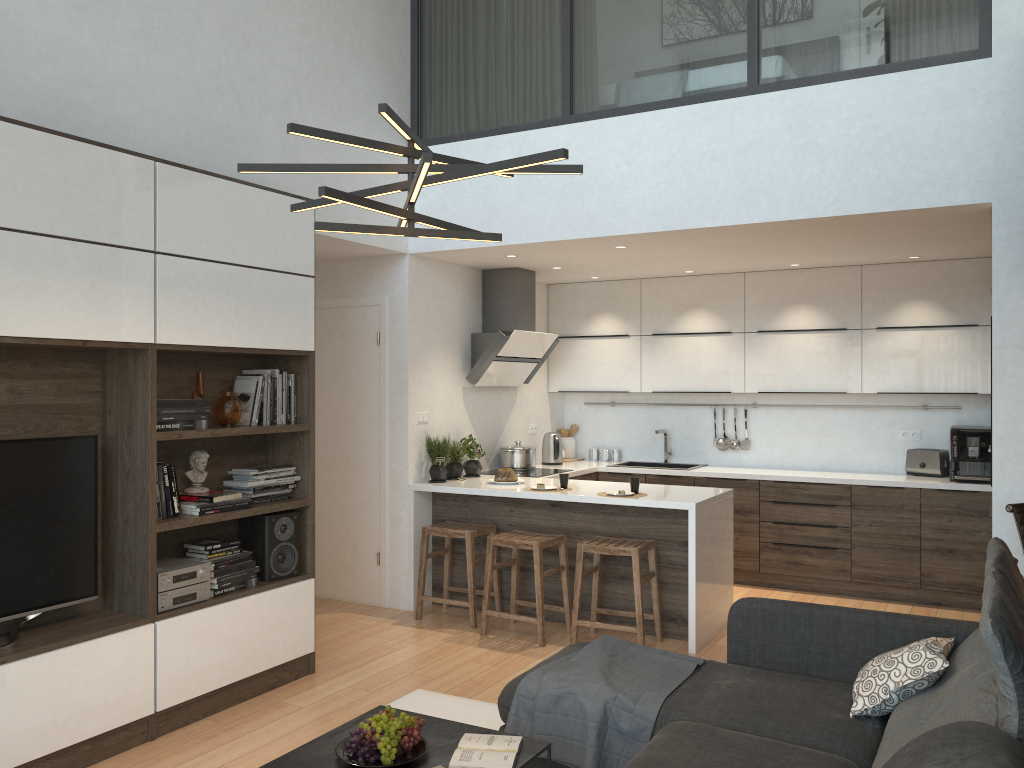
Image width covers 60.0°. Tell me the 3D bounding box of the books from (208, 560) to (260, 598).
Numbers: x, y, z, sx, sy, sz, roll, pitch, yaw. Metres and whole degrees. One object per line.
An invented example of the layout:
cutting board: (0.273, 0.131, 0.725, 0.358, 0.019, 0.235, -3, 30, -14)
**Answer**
books: (-1.421, 0.933, 4.307, 0.248, 0.123, 0.307, 0, 0, 24)

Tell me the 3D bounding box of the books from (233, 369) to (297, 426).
books: (-1.304, 0.066, 4.589, 0.201, 0.287, 0.332, 0, 0, 29)

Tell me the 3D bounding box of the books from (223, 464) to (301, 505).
books: (-1.299, 0.513, 4.558, 0.224, 0.176, 0.374, 0, 0, 28)

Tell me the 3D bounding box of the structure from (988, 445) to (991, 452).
structure: (3.223, 0.539, 5.475, 0.495, 0.570, 0.595, 0, 0, 29)

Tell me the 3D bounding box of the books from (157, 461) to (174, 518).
books: (-1.618, 0.474, 4.005, 0.193, 0.255, 0.066, 0, 0, 29)

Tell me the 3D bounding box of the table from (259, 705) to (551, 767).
table: (-0.347, 1.338, 2.777, 0.700, 0.323, 0.700, 0, 0, 29)

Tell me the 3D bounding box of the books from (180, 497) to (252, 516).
books: (-1.445, 0.577, 4.230, 0.250, 0.047, 0.310, 0, 0, 34)

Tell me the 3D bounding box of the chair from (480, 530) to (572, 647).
chair: (0.091, 1.223, 5.396, 0.450, 0.600, 0.350, 0, 0, 34)

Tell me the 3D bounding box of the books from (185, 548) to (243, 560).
books: (-1.447, 0.817, 4.313, 0.161, 0.023, 0.213, 0, 0, 32)

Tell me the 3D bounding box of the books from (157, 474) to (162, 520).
books: (-1.640, 0.483, 3.958, 0.170, 0.236, 0.049, 0, 0, 30)

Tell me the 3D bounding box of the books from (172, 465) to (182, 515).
books: (-1.608, 0.484, 4.072, 0.179, 0.233, 0.077, 0, 0, 29)

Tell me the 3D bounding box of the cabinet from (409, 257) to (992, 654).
cabinet: (1.415, 0.323, 6.159, 3.495, 2.401, 2.401, 0, 0, 29)

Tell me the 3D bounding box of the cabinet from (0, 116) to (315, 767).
cabinet: (-2.149, 0.275, 2.983, 0.338, 2.494, 4.036, 0, 0, 29)

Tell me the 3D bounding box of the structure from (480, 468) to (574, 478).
structure: (0.094, 0.671, 6.779, 0.550, 0.006, 0.609, 0, 0, 29)

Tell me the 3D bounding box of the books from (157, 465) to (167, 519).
books: (-1.622, 0.480, 3.974, 0.169, 0.242, 0.050, 0, 0, 28)

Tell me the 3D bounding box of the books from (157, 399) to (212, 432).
books: (-1.593, 0.139, 4.041, 0.277, 0.137, 0.343, 0, 0, 24)

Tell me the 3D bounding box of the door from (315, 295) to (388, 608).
door: (-1.272, 0.464, 6.277, 0.974, 2.136, 0.085, 0, 0, 29)

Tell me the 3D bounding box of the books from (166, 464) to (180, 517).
books: (-1.597, 0.480, 4.027, 0.177, 0.242, 0.066, 0, 0, 29)

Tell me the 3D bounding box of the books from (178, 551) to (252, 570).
books: (-1.440, 0.850, 4.312, 0.224, 0.042, 0.277, 0, 0, 24)

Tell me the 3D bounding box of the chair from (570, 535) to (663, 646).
chair: (0.614, 1.223, 5.196, 0.450, 0.600, 0.350, 0, 0, 27)

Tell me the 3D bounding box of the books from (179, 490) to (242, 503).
books: (-1.466, 0.538, 4.251, 0.266, 0.030, 0.209, 0, 0, 22)

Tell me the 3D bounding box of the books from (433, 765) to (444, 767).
books: (-0.249, 1.162, 2.530, 0.225, 0.029, 0.179, 0, 0, -38)

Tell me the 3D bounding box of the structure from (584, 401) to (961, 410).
structure: (1.963, 0.174, 7.194, 3.000, 0.045, 0.050, 0, 0, 29)

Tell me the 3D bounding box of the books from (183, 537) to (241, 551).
books: (-1.462, 0.779, 4.323, 0.161, 0.023, 0.213, 0, 0, 32)

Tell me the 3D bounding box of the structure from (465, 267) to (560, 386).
structure: (0.020, -0.482, 6.826, 0.407, 0.998, 0.898, 0, 0, 29)

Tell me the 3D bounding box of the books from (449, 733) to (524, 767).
books: (-0.079, 1.165, 2.808, 0.199, 0.025, 0.294, 0, 0, 8)

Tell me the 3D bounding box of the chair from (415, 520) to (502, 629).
chair: (-0.344, 1.224, 5.778, 0.450, 0.600, 0.350, 0, 0, 29)

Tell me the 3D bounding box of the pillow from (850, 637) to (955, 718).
pillow: (0.767, 0.967, 2.109, 0.386, 0.364, 2.734, 0, 0, 33)

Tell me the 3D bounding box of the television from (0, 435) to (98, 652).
television: (-2.064, 0.604, 3.226, 0.229, 0.779, 1.220, 0, 0, 29)

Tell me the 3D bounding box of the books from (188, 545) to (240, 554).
books: (-1.450, 0.799, 4.313, 0.142, 0.015, 0.198, 0, 0, 27)

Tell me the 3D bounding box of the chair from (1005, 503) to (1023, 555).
chair: (2.542, 1.023, 3.763, 0.651, 0.991, 0.700, 0, 0, -27)

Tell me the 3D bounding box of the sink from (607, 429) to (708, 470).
sink: (1.198, 0.641, 7.304, 0.706, 0.518, 0.512, 0, 0, 29)
